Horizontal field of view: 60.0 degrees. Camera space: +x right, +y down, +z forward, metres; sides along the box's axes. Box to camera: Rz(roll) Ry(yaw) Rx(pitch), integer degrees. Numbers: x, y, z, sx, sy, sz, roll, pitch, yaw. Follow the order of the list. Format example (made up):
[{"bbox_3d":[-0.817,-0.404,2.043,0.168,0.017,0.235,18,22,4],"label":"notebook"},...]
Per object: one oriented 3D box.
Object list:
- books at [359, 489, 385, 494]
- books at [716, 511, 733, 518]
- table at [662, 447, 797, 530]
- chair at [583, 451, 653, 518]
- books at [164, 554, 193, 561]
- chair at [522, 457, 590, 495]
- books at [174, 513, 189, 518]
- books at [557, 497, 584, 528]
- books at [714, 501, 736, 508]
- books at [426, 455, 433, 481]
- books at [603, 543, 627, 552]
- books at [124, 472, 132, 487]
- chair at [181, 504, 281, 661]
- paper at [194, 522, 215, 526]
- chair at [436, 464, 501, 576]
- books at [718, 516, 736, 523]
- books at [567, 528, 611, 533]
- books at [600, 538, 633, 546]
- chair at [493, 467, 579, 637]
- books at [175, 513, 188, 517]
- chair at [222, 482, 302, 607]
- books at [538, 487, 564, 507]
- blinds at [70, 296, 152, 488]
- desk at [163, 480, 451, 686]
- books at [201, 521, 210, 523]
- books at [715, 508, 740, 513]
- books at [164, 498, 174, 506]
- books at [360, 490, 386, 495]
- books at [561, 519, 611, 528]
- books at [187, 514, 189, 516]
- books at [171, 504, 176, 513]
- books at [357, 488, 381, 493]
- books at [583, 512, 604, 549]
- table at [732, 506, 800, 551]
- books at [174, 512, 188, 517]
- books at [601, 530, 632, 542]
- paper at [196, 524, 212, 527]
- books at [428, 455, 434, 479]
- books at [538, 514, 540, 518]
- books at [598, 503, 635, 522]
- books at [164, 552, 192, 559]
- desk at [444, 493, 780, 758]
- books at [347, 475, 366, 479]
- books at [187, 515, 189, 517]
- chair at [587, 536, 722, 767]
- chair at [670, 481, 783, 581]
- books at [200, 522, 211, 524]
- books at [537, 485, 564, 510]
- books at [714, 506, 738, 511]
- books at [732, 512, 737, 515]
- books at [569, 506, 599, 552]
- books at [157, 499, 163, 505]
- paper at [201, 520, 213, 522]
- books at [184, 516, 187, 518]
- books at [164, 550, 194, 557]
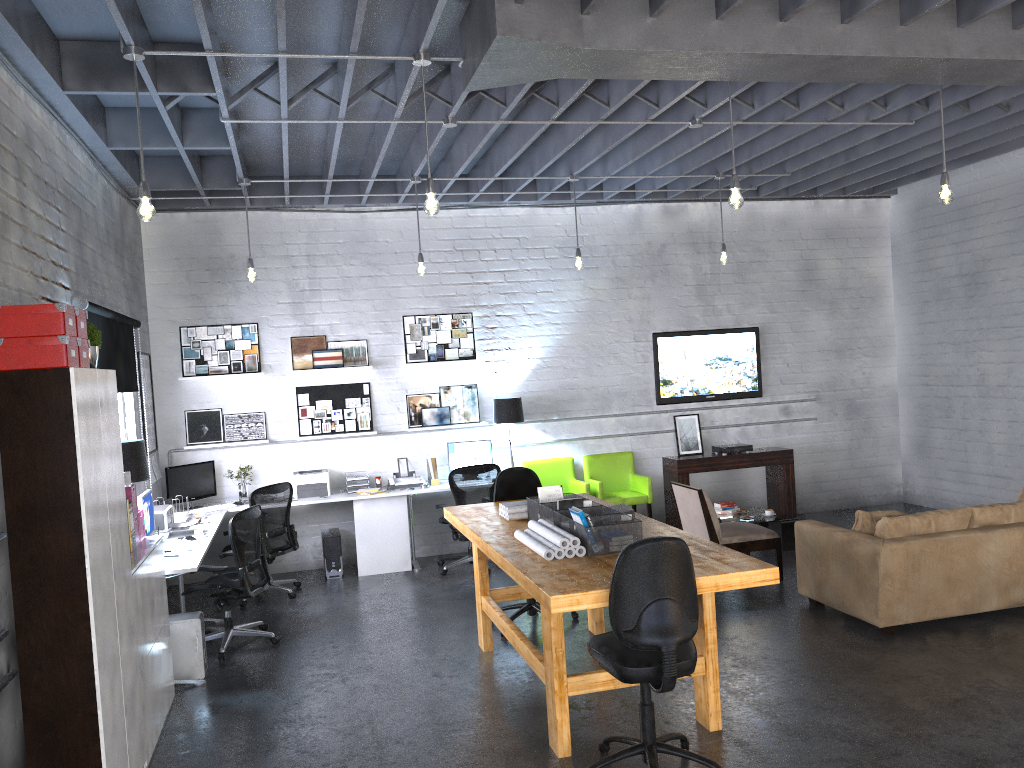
[{"bbox_3d":[-1.380,1.055,8.712,0.211,0.014,0.148,-5,1,-39],"label":"books"},{"bbox_3d":[2.033,1.285,8.709,0.223,0.027,0.161,-4,1,-4],"label":"books"},{"bbox_3d":[2.446,1.184,9.967,1.410,0.820,0.403,-4,2,-14],"label":"table"},{"bbox_3d":[1.145,1.224,9.587,0.611,0.921,0.516,-4,2,-14],"label":"chair"},{"bbox_3d":[-2.313,1.180,6.041,0.213,0.012,0.158,-3,1,11],"label":"books"},{"bbox_3d":[0.472,1.270,9.422,0.611,0.921,0.516,-4,2,-14],"label":"chair"},{"bbox_3d":[-2.982,1.151,7.713,0.297,0.006,0.210,-4,1,-12],"label":"books"},{"bbox_3d":[0.346,0.781,5.251,0.158,0.214,0.063,-4,2,-14],"label":"books"},{"bbox_3d":[2.168,1.228,9.026,0.185,0.041,0.129,-4,1,-19],"label":"books"},{"bbox_3d":[-0.843,0.884,9.145,0.036,0.296,0.210,-4,2,-14],"label":"books"},{"bbox_3d":[0.561,0.867,4.804,0.155,0.029,0.226,-4,1,-14],"label":"books"},{"bbox_3d":[-2.348,0.656,5.246,0.192,0.267,0.060,-4,2,-14],"label":"books"},{"bbox_3d":[-2.132,1.435,6.578,0.752,1.032,0.731,-4,2,-10],"label":"chair"},{"bbox_3d":[-2.580,1.176,7.436,0.158,0.001,0.115,-4,1,-25],"label":"paper"},{"bbox_3d":[-0.443,1.288,8.651,0.753,1.032,0.731,-2,2,45],"label":"chair"},{"bbox_3d":[2.048,1.321,8.691,0.174,0.045,0.240,-4,1,-24],"label":"books"},{"bbox_3d":[0.435,0.820,5.094,0.250,0.022,0.205,-4,1,-9],"label":"books"},{"bbox_3d":[0.562,0.842,4.805,0.141,0.021,0.203,-4,1,-13],"label":"books"},{"bbox_3d":[0.146,1.221,6.626,0.658,1.165,0.687,-4,2,-16],"label":"chair"},{"bbox_3d":[-2.984,1.146,7.713,0.297,0.006,0.210,-4,1,-14],"label":"books"},{"bbox_3d":[-2.312,1.419,8.035,0.753,1.032,0.731,-3,2,10],"label":"chair"},{"bbox_3d":[0.264,0.783,5.785,0.158,0.200,0.082,-4,2,-14],"label":"books"},{"bbox_3d":[-2.949,0.253,6.678,0.100,1.633,2.119,-4,2,-14],"label":"blinds"},{"bbox_3d":[-1.283,1.485,7.563,3.573,0.786,3.298,-4,1,-14],"label":"desk"},{"bbox_3d":[-2.620,1.176,7.521,0.112,0.002,0.065,-4,1,-36],"label":"books"},{"bbox_3d":[2.182,1.284,9.035,0.161,0.026,0.223,-5,2,-44],"label":"books"},{"bbox_3d":[-3.098,1.102,8.015,0.017,0.121,0.183,-4,1,1],"label":"books"},{"bbox_3d":[-1.366,1.068,8.728,0.148,0.014,0.211,-3,1,41],"label":"books"},{"bbox_3d":[0.425,0.796,5.087,0.232,0.027,0.185,-5,1,-42],"label":"books"},{"bbox_3d":[-2.984,1.167,7.718,0.297,0.006,0.210,-4,1,-14],"label":"books"},{"bbox_3d":[-3.075,1.132,8.025,0.037,0.076,0.102,-4,1,1],"label":"books"},{"bbox_3d":[-1.406,1.043,8.702,0.211,0.014,0.148,-4,1,1],"label":"books"},{"bbox_3d":[0.421,0.787,4.742,0.097,0.209,0.157,-4,2,-14],"label":"books"},{"bbox_3d":[2.288,1.474,8.909,0.873,0.300,0.873,-4,1,-10],"label":"table"},{"bbox_3d":[-2.985,1.141,7.717,0.297,0.006,0.210,-4,1,-13],"label":"books"},{"bbox_3d":[0.558,0.821,4.798,0.127,0.022,0.181,-4,1,-19],"label":"books"},{"bbox_3d":[-2.574,1.177,7.432,0.158,0.001,0.115,-4,1,-26],"label":"paper"},{"bbox_3d":[-0.836,0.883,9.151,0.043,0.296,0.210,-4,2,-14],"label":"books"},{"bbox_3d":[0.299,0.834,5.640,0.233,0.022,0.184,-4,1,-16],"label":"books"},{"bbox_3d":[0.639,0.829,5.704,0.244,0.067,0.298,-4,1,-4],"label":"books"},{"bbox_3d":[-2.317,1.169,6.042,0.209,0.012,0.158,-3,1,9],"label":"books"},{"bbox_3d":[0.397,1.348,5.391,1.114,0.927,2.831,-4,1,-14],"label":"desk"},{"bbox_3d":[-1.577,0.945,8.999,0.134,0.008,0.203,-4,1,-31],"label":"books"},{"bbox_3d":[-2.983,1.172,7.718,0.297,0.006,0.210,-4,1,-14],"label":"books"},{"bbox_3d":[0.577,1.241,4.091,0.658,1.165,0.687,-4,2,-16],"label":"chair"},{"bbox_3d":[1.832,1.256,7.618,0.724,0.842,0.575,-4,2,-14],"label":"chair"},{"bbox_3d":[-2.589,1.169,7.447,0.112,0.001,0.066,-4,1,-27],"label":"books"},{"bbox_3d":[0.259,0.776,5.816,0.171,0.210,0.046,-4,2,-14],"label":"books"},{"bbox_3d":[2.170,1.260,9.035,0.208,0.024,0.144,-4,1,-29],"label":"books"},{"bbox_3d":[2.157,1.314,9.034,0.223,0.032,0.161,-4,1,-34],"label":"books"},{"bbox_3d":[0.384,0.777,4.748,0.108,0.234,0.166,-4,2,-14],"label":"books"},{"bbox_3d":[-3.170,1.098,8.030,0.052,0.109,0.133,-4,1,1],"label":"books"},{"bbox_3d":[-2.636,1.178,7.551,0.158,0.001,0.115,-4,1,-31],"label":"paper"},{"bbox_3d":[-2.986,1.162,7.712,0.297,0.006,0.210,-4,1,-15],"label":"books"},{"bbox_3d":[-2.315,1.158,6.047,0.212,0.010,0.170,-3,1,13],"label":"books"}]
